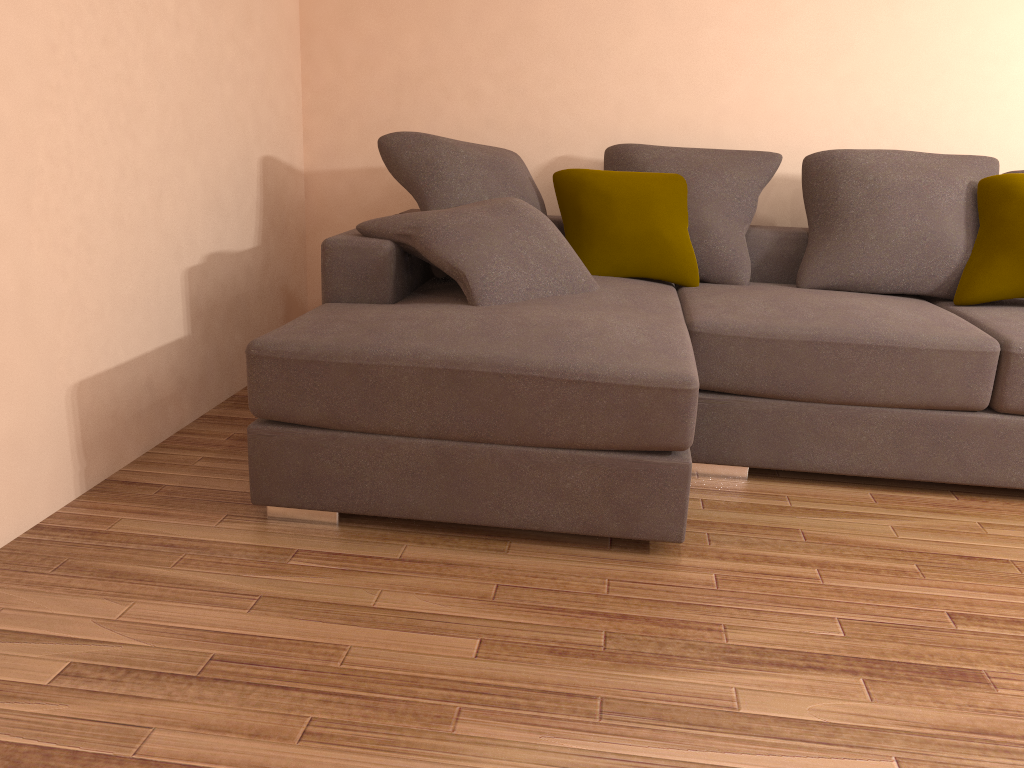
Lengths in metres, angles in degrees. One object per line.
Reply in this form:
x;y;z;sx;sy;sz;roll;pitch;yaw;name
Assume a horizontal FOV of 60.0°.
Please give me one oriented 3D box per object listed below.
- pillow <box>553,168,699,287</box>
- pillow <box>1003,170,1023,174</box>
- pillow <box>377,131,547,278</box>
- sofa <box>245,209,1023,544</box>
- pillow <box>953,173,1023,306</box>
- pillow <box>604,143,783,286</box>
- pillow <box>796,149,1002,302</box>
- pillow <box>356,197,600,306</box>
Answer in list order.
0.479;-0.640;3.707;0.631;0.486;0.335;2;16;0;pillow
2.273;-0.516;3.545;0.399;0.635;0.811;-11;21;-39;pillow
-0.127;-0.754;3.738;0.806;0.578;0.483;-13;22;-41;pillow
1.125;-0.083;3.214;3.565;0.776;1.906;4;16;7;sofa
2.054;-0.520;3.305;0.658;0.492;0.382;12;19;30;pillow
0.727;-0.744;3.881;0.787;0.576;0.431;9;18;21;pillow
1.580;-0.654;3.639;0.783;0.590;0.459;5;17;11;pillow
-0.055;-0.448;3.203;0.792;0.415;0.645;-13;22;-41;pillow
